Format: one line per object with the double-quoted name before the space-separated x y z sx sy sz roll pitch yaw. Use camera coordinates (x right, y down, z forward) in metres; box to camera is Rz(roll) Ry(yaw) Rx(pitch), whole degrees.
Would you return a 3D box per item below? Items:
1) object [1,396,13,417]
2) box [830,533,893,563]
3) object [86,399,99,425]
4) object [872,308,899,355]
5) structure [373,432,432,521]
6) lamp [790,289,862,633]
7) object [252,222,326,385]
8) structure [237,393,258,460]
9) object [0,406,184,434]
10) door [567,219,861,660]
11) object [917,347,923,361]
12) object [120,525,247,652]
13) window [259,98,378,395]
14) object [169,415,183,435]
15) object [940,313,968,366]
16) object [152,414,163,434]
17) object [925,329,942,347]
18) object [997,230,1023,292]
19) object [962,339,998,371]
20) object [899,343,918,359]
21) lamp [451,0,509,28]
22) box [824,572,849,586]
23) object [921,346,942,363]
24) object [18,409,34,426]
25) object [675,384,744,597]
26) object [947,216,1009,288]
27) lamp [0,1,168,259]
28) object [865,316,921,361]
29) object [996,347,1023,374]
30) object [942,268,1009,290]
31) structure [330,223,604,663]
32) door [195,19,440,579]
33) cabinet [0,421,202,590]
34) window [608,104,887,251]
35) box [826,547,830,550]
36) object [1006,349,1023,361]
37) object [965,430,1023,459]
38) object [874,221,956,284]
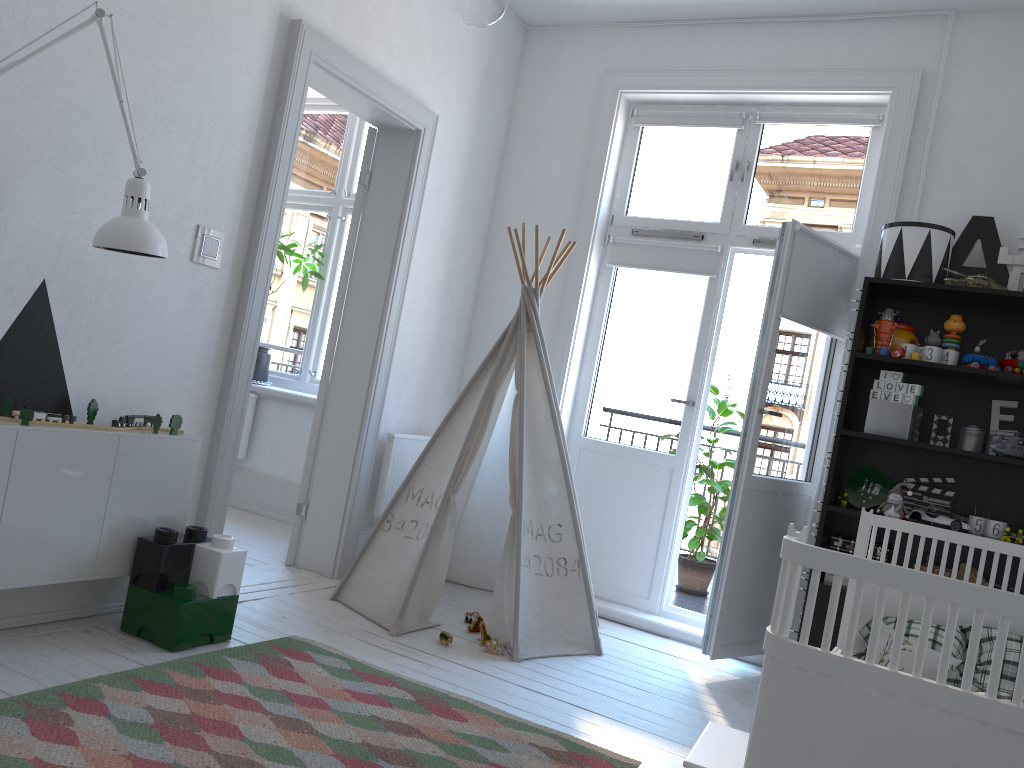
"object" -1.437 0.065 2.521 0.029 0.063 0.007 11 -1 -10
"box" 1.402 0.659 3.562 0.215 0.062 0.179 10 -1 28
"object" -1.299 0.086 2.745 0.009 0.081 0.037 11 -1 21
"object" 1.482 -0.201 3.510 0.105 0.203 0.072 10 -1 35
"structure" -0.467 0.482 4.393 0.075 0.460 0.636 10 -1 24
"lamp" 1.705 0.489 3.473 0.984 1.684 0.095 10 -1 25
"object" -1.544 -0.518 5.573 0.696 1.022 0.497 11 -1 1
"structure" -1.888 0.211 5.466 0.741 0.418 0.049 10 -1 28
"object" -1.314 0.099 2.605 0.111 0.047 0.903 10 -1 22
"door" 0.751 0.181 4.046 1.263 1.838 0.637 10 -1 29
"object" 1.612 -0.108 3.482 0.067 0.067 0.067 11 -1 2
"object" -1.046 0.641 2.847 0.246 0.331 0.247 10 -1 28
"window" -1.145 -0.878 5.651 1.357 1.901 0.094 10 -1 28
"object" -1.104 0.133 2.909 0.009 0.066 0.054 11 -1 19
"object" 1.698 -0.167 3.422 0.077 0.213 0.077 11 -1 -29
"object" -1.141 0.127 2.852 0.029 0.063 0.007 11 -1 -35
"object" 1.687 -0.139 3.564 0.063 0.160 0.063 11 -1 6
"object" 2.005 -0.451 3.470 0.190 0.290 0.065 10 -1 33
"object" 1.785 -0.106 3.371 0.121 0.126 0.087 11 -1 5
"object" 1.546 -0.120 3.468 0.067 0.067 0.067 10 -1 28
"lamp" 0.120 -1.182 1.763 0.074 1.530 1.381 11 -1 2
"box" 1.379 0.779 3.560 0.215 0.062 0.179 10 -1 28
"object" 1.615 -0.108 3.415 0.067 0.067 0.067 10 -1 28
"object" -1.341 0.091 2.449 0.037 0.046 0.006 11 -1 -36
"object" 1.131 0.616 5.274 0.720 1.225 0.489 10 -1 38
"object" 1.872 -0.502 3.578 0.343 0.344 0.057 10 -1 28
"lamp" -1.232 -0.731 2.443 0.652 0.655 0.200 11 -1 -29
"object" 1.543 -0.185 3.557 0.197 0.197 0.318 10 -1 24
"object" 1.900 -0.085 3.358 0.087 0.112 0.122 11 -1 -2
"object" 1.768 -0.400 3.413 0.338 0.100 0.121 11 -1 -27
"structure" -0.018 0.145 3.842 1.143 1.749 1.143 11 -1 3
"door" -0.818 -0.225 3.948 0.505 2.177 1.466 11 -1 12
"cabinet" -1.381 0.341 2.593 0.182 0.454 0.971 10 -1 28
"window" 1.102 -1.020 4.273 1.262 0.660 0.101 10 -1 28
"box" 1.374 0.716 3.569 0.215 0.062 0.179 10 -1 28
"object" 2.100 -0.051 3.428 0.347 0.131 0.037 10 -1 28
"object" 1.886 0.233 3.316 0.367 0.106 0.349 10 -1 29
"object" 1.664 -0.498 3.600 0.395 0.259 0.272 11 -1 -34
